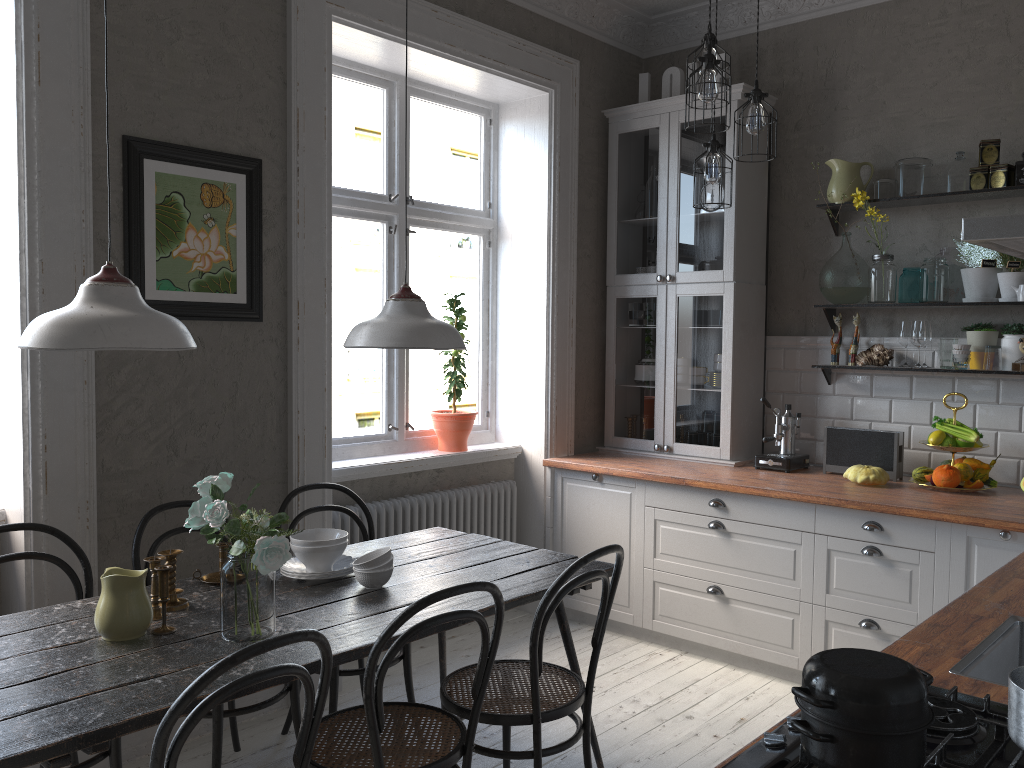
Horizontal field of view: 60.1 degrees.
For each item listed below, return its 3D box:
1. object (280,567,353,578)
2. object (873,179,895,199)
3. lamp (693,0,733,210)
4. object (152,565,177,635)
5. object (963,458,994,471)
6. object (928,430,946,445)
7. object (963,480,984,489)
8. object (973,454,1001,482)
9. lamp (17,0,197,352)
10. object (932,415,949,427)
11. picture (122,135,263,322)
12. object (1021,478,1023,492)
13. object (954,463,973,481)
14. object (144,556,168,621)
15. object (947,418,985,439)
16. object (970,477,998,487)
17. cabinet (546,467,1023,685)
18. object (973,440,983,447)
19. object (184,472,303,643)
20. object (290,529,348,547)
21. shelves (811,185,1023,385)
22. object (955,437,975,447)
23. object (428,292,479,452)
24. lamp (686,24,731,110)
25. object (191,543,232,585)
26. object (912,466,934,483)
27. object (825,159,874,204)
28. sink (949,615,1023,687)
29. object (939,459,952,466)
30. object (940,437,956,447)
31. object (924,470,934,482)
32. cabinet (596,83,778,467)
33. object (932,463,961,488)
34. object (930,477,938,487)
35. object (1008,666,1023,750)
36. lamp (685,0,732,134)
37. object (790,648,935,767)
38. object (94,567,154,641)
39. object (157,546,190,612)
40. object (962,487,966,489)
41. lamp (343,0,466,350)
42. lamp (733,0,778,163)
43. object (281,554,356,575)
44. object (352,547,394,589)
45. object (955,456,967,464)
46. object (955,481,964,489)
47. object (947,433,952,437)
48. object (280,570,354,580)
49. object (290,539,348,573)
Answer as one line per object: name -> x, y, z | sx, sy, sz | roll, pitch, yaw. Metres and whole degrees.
object -> -0.610, 0.587, 2.805 | 0.236, 0.027, 0.239 | 1, 3, 10
object -> 1.781, -0.919, 4.236 | 0.101, 0.111, 0.105 | 3, 4, 42
lamp -> 0.770, -1.539, 3.320 | 0.146, 1.735, 0.147 | 1, 3, 9
object -> -0.890, 0.551, 2.266 | 0.060, 0.167, 0.058 | -1, 4, -34
object -> 2.020, 0.350, 3.835 | 0.124, 0.056, 0.061 | 3, 4, 34
object -> 1.851, 0.235, 3.854 | 0.080, 0.069, 0.058 | -1, 3, -29
object -> 1.967, 0.427, 3.775 | 0.068, 0.051, 0.090 | 1, 3, 0
object -> 2.034, 0.358, 3.812 | 0.127, 0.120, 0.060 | -1, 3, -25
lamp -> -0.937, -1.007, 2.041 | 0.382, 1.858, 0.376 | 0, 3, -11
object -> 1.882, 0.169, 3.889 | 0.072, 0.058, 0.051 | 2, 3, 18
picture -> -1.135, -0.539, 3.197 | 0.019, 0.619, 0.532 | 3, 4, 42
object -> 2.125, 0.397, 3.477 | 0.221, 0.174, 0.232 | -1, 3, -26
object -> 1.937, 0.379, 3.811 | 0.089, 0.078, 0.087 | -1, 3, -22
object -> -0.956, 0.542, 2.373 | 0.063, 0.172, 0.061 | -1, 3, -26
object -> 1.994, 0.203, 3.877 | 0.090, 0.096, 0.177 | -1, 3, -27
object -> 2.038, 0.413, 3.878 | 0.054, 0.044, 0.215 | 0, 3, -9
cabinet -> 1.192, 0.931, 2.849 | 1.991, 0.854, 4.189 | 1, 3, -1
object -> 2.005, 0.260, 3.825 | 0.050, 0.050, 0.051 | -2, 4, -39
object -> -0.672, 0.431, 2.230 | 0.305, 0.414, 0.257 | 3, 4, 40
object -> -0.609, 0.522, 2.801 | 0.176, 0.094, 0.183 | 3, 4, 33
shelves -> 2.042, -0.393, 4.019 | 1.288, 0.923, 0.233 | 3, 4, 42
object -> 1.955, 0.262, 3.829 | 0.075, 0.062, 0.101 | 2, 3, 15
object -> -0.300, -0.064, 4.560 | 0.264, 0.813, 0.256 | -1, 3, -21
lamp -> 0.713, -1.870, 3.138 | 0.144, 1.735, 0.149 | 2, 3, 29
object -> -0.893, 0.553, 2.746 | 0.137, 0.112, 0.142 | 2, 3, 25
object -> 1.864, 0.404, 3.972 | 0.153, 0.072, 0.075 | 0, 3, -19
object -> 1.626, -0.977, 4.294 | 0.176, 0.216, 0.187 | -1, 4, -34
sink -> 1.202, 0.454, 1.722 | 0.517, 0.720, 0.496 | 3, 4, 42
object -> 1.973, 0.373, 3.945 | 0.156, 0.076, 0.077 | -1, 3, -22
object -> 1.891, 0.259, 3.840 | 0.062, 0.061, 0.068 | 3, 4, 42
object -> 1.868, 0.410, 3.919 | 0.089, 0.057, 0.084 | 0, 3, -16
cabinet -> 0.937, -0.541, 4.816 | 0.861, 1.921, 0.396 | 3, 4, 42
object -> 1.856, 0.390, 3.781 | 0.112, 0.110, 0.112 | 1, 3, 9
object -> 1.890, 0.419, 3.921 | 0.068, 0.076, 0.233 | 2, 3, 25
object -> 0.855, 0.484, 1.266 | 0.176, 0.134, 0.301 | 0, 3, -13
lamp -> 0.673, -1.731, 2.962 | 0.147, 1.735, 0.146 | 1, 3, -1
object -> 0.502, 0.472, 1.268 | 0.187, 0.147, 0.196 | 2, 3, 22
object -> -0.987, 0.549, 2.239 | 0.149, 0.170, 0.136 | 1, 3, 3
object -> -0.950, 0.537, 2.467 | 0.094, 0.172, 0.097 | 2, 3, 23
object -> 1.971, 0.453, 3.854 | 0.064, 0.014, 0.067 | 1, 3, -1
lamp -> -0.323, -1.035, 2.717 | 0.387, 1.858, 0.371 | -2, 4, -40
lamp -> 0.896, -1.690, 3.195 | 0.144, 1.735, 0.149 | 2, 3, 29
object -> -0.610, 0.578, 2.804 | 0.241, 0.027, 0.233 | -1, 3, -25
object -> -0.422, 0.558, 2.693 | 0.130, 0.119, 0.122 | -1, 4, -32
object -> 1.991, 0.363, 3.919 | 0.083, 0.093, 0.088 | 3, 4, 38
object -> 1.919, 0.430, 3.826 | 0.070, 0.065, 0.070 | -1, 3, -27
object -> 1.951, 0.242, 3.969 | 0.061, 0.054, 0.058 | -1, 3, -23
object -> -0.610, 0.596, 2.805 | 0.242, 0.027, 0.233 | -1, 4, -30
object -> -0.610, 0.543, 2.802 | 0.176, 0.094, 0.183 | 3, 4, 33
